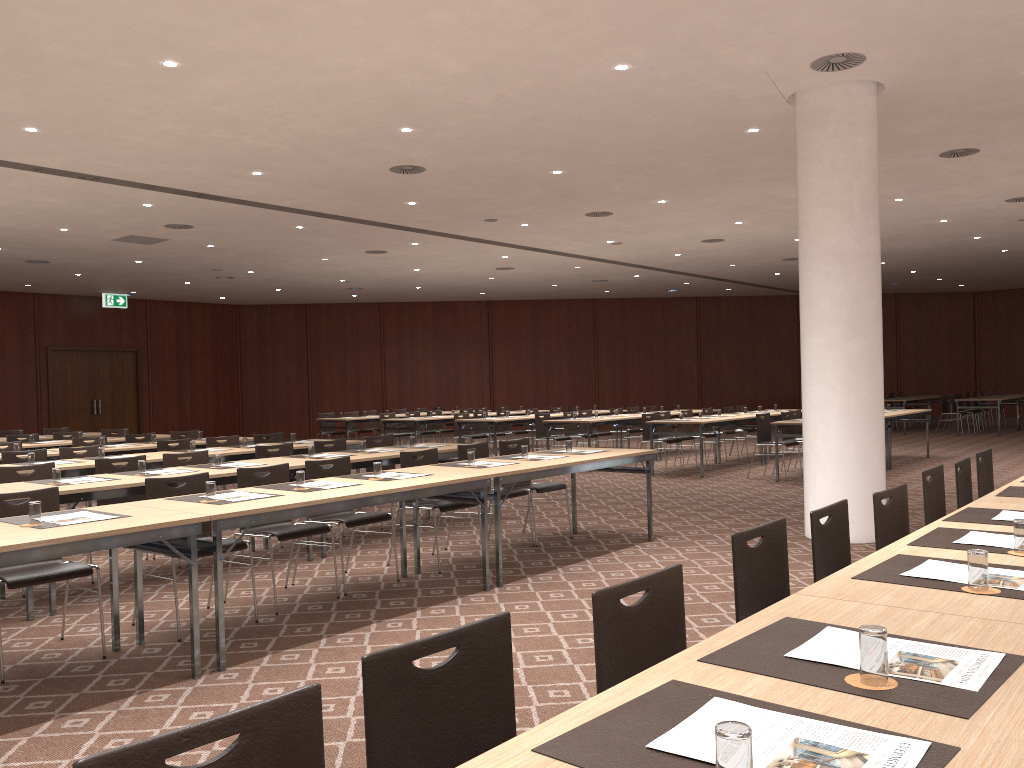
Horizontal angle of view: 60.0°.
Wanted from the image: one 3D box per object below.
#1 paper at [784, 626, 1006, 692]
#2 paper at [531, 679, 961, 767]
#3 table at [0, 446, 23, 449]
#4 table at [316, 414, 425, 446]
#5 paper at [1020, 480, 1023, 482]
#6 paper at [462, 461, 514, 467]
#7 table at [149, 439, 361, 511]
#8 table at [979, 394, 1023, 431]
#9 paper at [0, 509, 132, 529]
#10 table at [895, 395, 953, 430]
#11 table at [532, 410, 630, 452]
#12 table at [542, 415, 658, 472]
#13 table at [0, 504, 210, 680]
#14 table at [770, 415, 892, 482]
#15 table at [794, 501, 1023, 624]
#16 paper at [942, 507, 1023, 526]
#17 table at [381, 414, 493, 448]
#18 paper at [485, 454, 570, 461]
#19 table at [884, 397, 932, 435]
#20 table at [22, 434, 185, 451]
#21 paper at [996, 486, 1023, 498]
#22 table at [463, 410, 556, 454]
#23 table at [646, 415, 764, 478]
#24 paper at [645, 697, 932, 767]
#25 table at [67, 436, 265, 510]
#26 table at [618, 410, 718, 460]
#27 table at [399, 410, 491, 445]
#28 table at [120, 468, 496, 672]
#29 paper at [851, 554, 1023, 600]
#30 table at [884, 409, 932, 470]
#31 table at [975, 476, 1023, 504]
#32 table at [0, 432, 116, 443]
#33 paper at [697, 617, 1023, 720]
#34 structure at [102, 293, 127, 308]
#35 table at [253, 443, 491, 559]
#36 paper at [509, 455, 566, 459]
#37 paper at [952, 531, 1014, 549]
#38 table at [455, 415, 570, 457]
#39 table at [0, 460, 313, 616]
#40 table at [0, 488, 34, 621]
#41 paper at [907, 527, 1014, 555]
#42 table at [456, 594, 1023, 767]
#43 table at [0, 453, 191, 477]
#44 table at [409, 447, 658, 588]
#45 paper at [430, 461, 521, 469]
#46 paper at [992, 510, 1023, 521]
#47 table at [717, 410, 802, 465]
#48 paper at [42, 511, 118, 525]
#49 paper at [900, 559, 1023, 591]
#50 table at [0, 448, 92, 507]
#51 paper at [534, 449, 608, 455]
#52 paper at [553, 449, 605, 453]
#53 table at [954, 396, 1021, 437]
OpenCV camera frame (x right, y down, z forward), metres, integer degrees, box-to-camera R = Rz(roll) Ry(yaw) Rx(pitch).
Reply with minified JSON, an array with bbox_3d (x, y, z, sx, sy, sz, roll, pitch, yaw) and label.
[{"bbox_3d":[0.860,0.611,1.997,0.398,0.006,0.283,-1,0,39],"label":"paper"},{"bbox_3d":[0.397,0.627,1.522,0.565,0.003,0.460,-1,0,42],"label":"paper"},{"bbox_3d":[-7.368,1.246,10.839,0.953,0.833,2.267,-1,0,39],"label":"table"},{"bbox_3d":[-3.027,1.123,19.265,0.953,0.833,2.267,-1,0,39],"label":"table"},{"bbox_3d":[3.252,0.548,5.027,0.565,0.003,0.460,-1,0,42],"label":"paper"},{"bbox_3d":[-0.208,0.635,7.070,0.398,0.006,0.283,-1,0,43],"label":"paper"},{"bbox_3d":[-2.838,1.125,10.050,0.953,0.833,2.267,-1,0,39],"label":"table"},{"bbox_3d":[12.621,0.702,22.549,0.953,0.833,2.267,-1,0,39],"label":"table"},{"bbox_3d":[-2.339,0.698,4.613,0.565,0.003,0.460,-1,0,39],"label":"paper"},{"bbox_3d":[11.077,0.742,23.820,0.953,0.833,2.267,-1,0,39],"label":"table"},{"bbox_3d":[1.502,1.002,18.476,0.953,0.833,2.267,-1,0,39],"label":"table"},{"bbox_3d":[1.605,1.002,15.452,0.953,0.833,2.267,-1,0,39],"label":"table"},{"bbox_3d":[-2.633,1.124,4.003,0.953,0.833,2.267,-1,0,39],"label":"table"},{"bbox_3d":[4.693,0.921,12.911,0.953,0.833,2.267,-1,0,39],"label":"table"},{"bbox_3d":[1.930,1.003,3.186,0.953,0.833,2.267,-1,0,39],"label":"table"},{"bbox_3d":[2.209,0.577,3.801,0.565,0.003,0.460,-1,0,40],"label":"paper"},{"bbox_3d":[-1.483,1.083,17.994,0.953,0.833,2.267,-1,0,39],"label":"table"},{"bbox_3d":[0.132,0.630,7.608,0.565,0.003,0.460,-1,0,41],"label":"paper"},{"bbox_3d":[9.635,0.782,22.068,0.953,0.833,2.267,-1,0,39],"label":"table"},{"bbox_3d":[-5.927,1.206,12.592,0.953,0.833,2.267,-1,0,39],"label":"table"},{"bbox_3d":[2.820,0.560,4.519,0.565,0.003,0.460,-1,0,37],"label":"paper"},{"bbox_3d":[-0.042,1.043,19.747,0.953,0.833,2.267,-1,0,39],"label":"table"},{"bbox_3d":[3.149,0.962,14.181,0.953,0.833,2.267,-1,0,39],"label":"table"},{"bbox_3d":[0.475,0.621,1.527,0.398,0.006,0.283,-1,0,37],"label":"paper"},{"bbox_3d":[-4.382,1.165,11.321,0.953,0.833,2.267,-1,0,39],"label":"table"},{"bbox_3d":[3.046,0.962,17.205,0.953,0.833,2.267,-1,0,39],"label":"table"},{"bbox_3d":[-1.586,1.083,21.018,0.953,0.833,2.267,-1,0,39],"label":"table"},{"bbox_3d":[-1.192,1.084,5.756,0.953,0.833,2.267,-1,0,39],"label":"table"},{"bbox_3d":[1.426,0.599,2.766,0.565,0.003,0.460,-1,0,41],"label":"paper"},{"bbox_3d":[6.135,0.881,14.663,0.953,0.833,2.267,-1,0,39],"label":"table"},{"bbox_3d":[3.371,0.963,4.939,0.953,0.833,2.267,-1,0,39],"label":"table"},{"bbox_3d":[-7.471,1.246,13.863,0.953,0.833,2.267,-1,0,39],"label":"table"},{"bbox_3d":[0.783,0.616,1.989,0.565,0.003,0.460,-1,0,42],"label":"paper"},{"bbox_3d":[-10.049,-2.106,22.439,0.105,0.346,0.587,-1,0,39],"label":"structure"},{"bbox_3d":[-1.294,1.085,8.779,0.953,0.833,2.267,-1,0,39],"label":"table"},{"bbox_3d":[0.222,0.623,7.573,0.398,0.006,0.283,-1,0,40],"label":"paper"},{"bbox_3d":[1.878,0.582,3.271,0.398,0.006,0.283,-1,0,40],"label":"paper"},{"bbox_3d":[0.061,1.042,16.723,0.953,0.833,2.267,-1,0,39],"label":"table"},{"bbox_3d":[-2.736,1.125,7.026,0.953,0.833,2.267,-1,0,39],"label":"table"},{"bbox_3d":[-4.177,1.165,5.274,0.953,0.833,2.267,-1,0,39],"label":"table"},{"bbox_3d":[1.827,0.588,3.288,0.565,0.003,0.460,-1,0,39],"label":"paper"},{"bbox_3d":[0.488,1.043,1.434,0.953,0.833,2.267,-1,0,39],"label":"table"},{"bbox_3d":[-4.280,1.165,8.297,0.953,0.833,2.267,-1,0,39],"label":"table"},{"bbox_3d":[0.250,1.044,7.508,0.953,0.833,2.267,-1,0,39],"label":"table"},{"bbox_3d":[-0.296,0.641,7.082,0.565,0.003,0.460,-1,0,42],"label":"paper"},{"bbox_3d":[2.288,0.571,3.771,0.398,0.006,0.283,-1,0,38],"label":"paper"},{"bbox_3d":[4.591,0.922,15.934,0.953,0.833,2.267,-1,0,39],"label":"table"},{"bbox_3d":[-2.265,0.692,4.594,0.398,0.006,0.283,-1,0,40],"label":"paper"},{"bbox_3d":[1.460,0.594,2.758,0.398,0.006,0.283,-1,0,43],"label":"paper"},{"bbox_3d":[-5.824,1.205,9.568,0.953,0.833,2.267,-1,0,39],"label":"table"},{"bbox_3d":[0.541,0.618,8.071,0.565,0.003,0.460,-1,0,39],"label":"paper"},{"bbox_3d":[0.608,0.613,8.099,0.398,0.006,0.283,-1,0,39],"label":"paper"},{"bbox_3d":[11.179,0.742,20.797,0.953,0.833,2.267,-1,0,39],"label":"table"}]
